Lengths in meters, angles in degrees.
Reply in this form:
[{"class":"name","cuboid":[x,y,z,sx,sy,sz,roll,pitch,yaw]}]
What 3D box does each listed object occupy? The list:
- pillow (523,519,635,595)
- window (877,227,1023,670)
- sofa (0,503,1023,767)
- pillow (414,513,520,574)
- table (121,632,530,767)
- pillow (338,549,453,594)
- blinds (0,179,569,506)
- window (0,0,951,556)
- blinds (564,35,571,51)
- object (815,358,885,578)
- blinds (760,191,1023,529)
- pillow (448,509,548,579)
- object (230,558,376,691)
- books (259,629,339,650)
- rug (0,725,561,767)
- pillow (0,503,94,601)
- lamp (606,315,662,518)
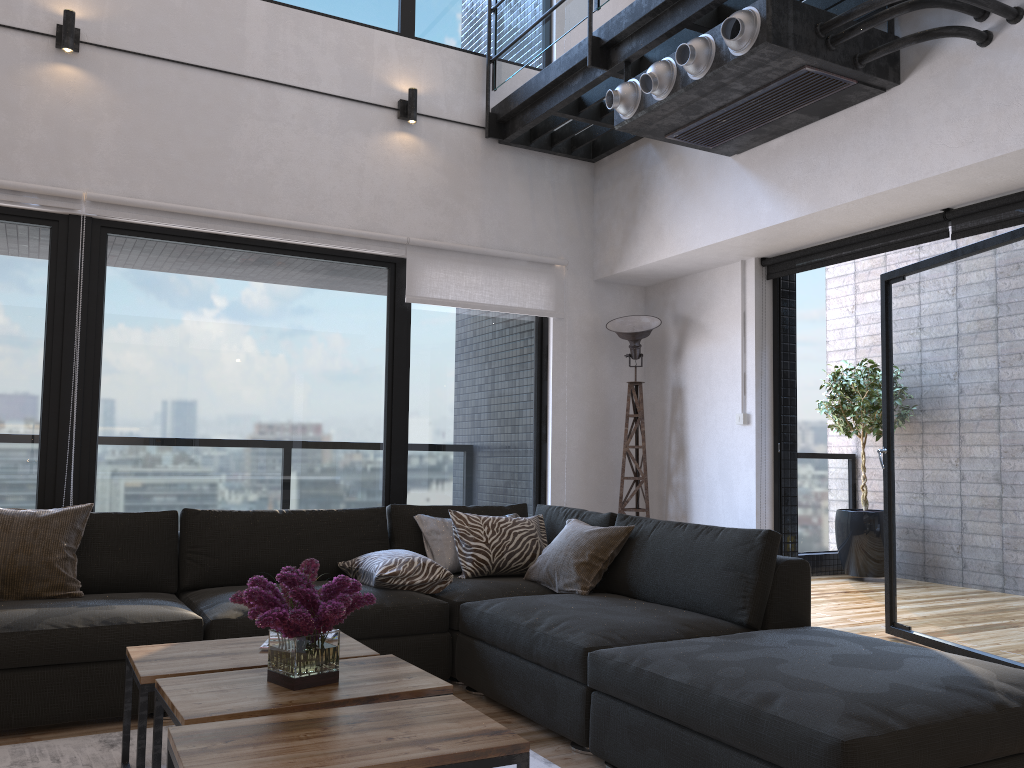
[{"class":"pillow","cuboid":[0.281,0.768,3.953,0.273,0.309,0.547,3,-5,-29]},{"class":"window","cuboid":[2.365,0.286,3.881,0.100,2.048,2.451,2,-5,-11]},{"class":"sofa","cuboid":[-0.451,0.822,2.953,3.045,0.699,3.001,3,-6,-28]},{"class":"pillow","cuboid":[-0.172,0.789,4.347,0.612,0.293,0.235,3,-5,-28]},{"class":"table","cuboid":[-0.538,0.931,2.220,0.697,0.350,1.299,3,-5,-28]},{"class":"pillow","cuboid":[-0.528,0.833,3.945,0.356,0.177,0.531,4,-6,-30]},{"class":"blinds","cuboid":[-1.985,0.117,4.075,5.371,2.042,0.096,3,-5,-28]},{"class":"window","cuboid":[-1.370,-1.457,2.622,13.402,5.561,5.668,3,-5,-28]},{"class":"blinds","cuboid":[-3.648,-2.893,2.308,1.996,2.972,10.212,-3,-6,40]},{"class":"object","cuboid":[3.033,0.690,7.581,0.812,1.860,0.801,0,-4,15]},{"class":"blinds","cuboid":[2.928,0.238,3.406,3.861,2.050,1.831,-1,-5,16]},{"class":"pillow","cuboid":[-0.041,0.759,4.242,0.532,0.314,0.251,3,-5,-24]},{"class":"object","cuboid":[-0.526,0.588,2.271,0.342,0.342,0.375,3,-5,-27]},{"class":"books","cuboid":[-0.646,0.793,2.747,0.228,0.013,0.295,1,-5,-7]},{"class":"rug","cuboid":[-0.518,1.103,2.177,1.637,0.003,2.115,3,-6,-28]},{"class":"pillow","cuboid":[-1.955,0.643,3.428,0.609,0.382,0.265,3,-5,-28]},{"class":"lamp","cuboid":[0.422,0.447,4.941,1.469,1.825,0.425,5,-6,-43]}]
